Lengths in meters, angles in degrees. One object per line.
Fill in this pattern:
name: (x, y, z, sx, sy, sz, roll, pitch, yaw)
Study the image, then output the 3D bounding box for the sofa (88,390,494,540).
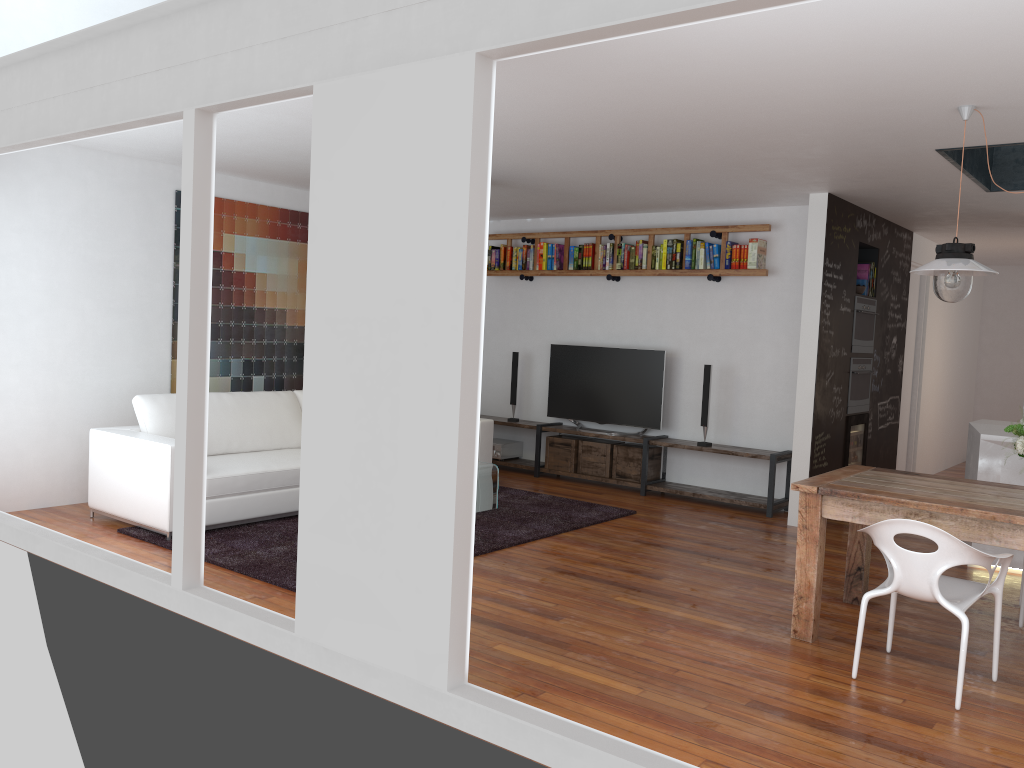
sofa: (-1.489, 0.476, 6.806, 0.987, 0.842, 3.086, 5, 4, 37)

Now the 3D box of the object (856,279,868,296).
object: (2.945, -0.818, 7.545, 0.136, 0.136, 0.110, 5, 4, 30)

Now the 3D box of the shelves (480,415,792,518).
shelves: (0.818, 0.675, 8.221, 3.473, 0.506, 0.414, 5, 4, 37)

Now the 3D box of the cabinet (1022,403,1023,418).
cabinet: (5.354, -0.021, 6.747, 2.404, 2.506, 0.946, 5, 4, 37)

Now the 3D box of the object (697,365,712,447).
object: (1.646, 0.181, 7.486, 0.089, 0.687, 0.089, 0, 5, -42)

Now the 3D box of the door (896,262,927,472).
door: (3.958, -0.084, 8.942, 0.120, 2.236, 0.823, 5, 4, 37)

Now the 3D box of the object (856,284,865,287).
object: (2.896, -0.812, 7.404, 0.116, 0.042, 0.077, 0, 4, -39)

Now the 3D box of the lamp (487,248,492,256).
lamp: (-0.429, -1.262, 6.653, 0.572, 0.561, 0.572, 6, 5, 42)

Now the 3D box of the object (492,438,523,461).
object: (-0.138, 0.660, 8.941, 0.350, 0.170, 0.400, 5, 4, 36)

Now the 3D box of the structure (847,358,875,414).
structure: (2.954, 0.011, 7.470, 0.052, 0.462, 0.585, 5, 4, 37)

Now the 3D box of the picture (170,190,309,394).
picture: (-1.758, -0.432, 7.893, 0.007, 2.136, 2.770, 5, 4, 37)

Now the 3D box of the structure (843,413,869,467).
structure: (2.930, 0.642, 7.502, 0.081, 0.763, 0.582, 5, 4, 37)

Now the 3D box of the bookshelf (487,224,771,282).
bookshelf: (0.948, -1.183, 8.197, 2.983, 0.465, 0.161, 5, 4, 37)

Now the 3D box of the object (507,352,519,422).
object: (0.029, 0.028, 8.756, 0.089, 0.687, 0.089, 4, 4, 23)

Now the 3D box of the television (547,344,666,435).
television: (0.854, 0.052, 8.186, 1.230, 0.786, 0.298, 5, 4, 37)

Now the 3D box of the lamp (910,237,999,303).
lamp: (2.055, -0.531, 4.128, 0.372, 0.306, 0.372, 5, 4, 32)

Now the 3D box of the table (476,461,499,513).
table: (-0.496, 0.767, 6.716, 0.565, 0.337, 0.551, 5, 4, 37)

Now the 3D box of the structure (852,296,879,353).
structure: (2.979, -0.490, 7.440, 0.052, 0.462, 0.585, 5, 4, 37)

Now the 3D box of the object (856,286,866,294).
object: (2.886, -0.779, 7.411, 0.132, 0.069, 0.132, 2, 4, -19)

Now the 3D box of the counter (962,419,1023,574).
counter: (4.003, 0.798, 5.392, 2.289, 0.903, 0.956, 5, 4, 37)

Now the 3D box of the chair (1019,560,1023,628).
chair: (2.896, 0.887, 4.578, 0.577, 0.710, 0.505, 5, 4, 28)

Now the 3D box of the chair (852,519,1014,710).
chair: (1.722, 0.884, 3.679, 0.577, 0.710, 0.505, 6, 5, 42)

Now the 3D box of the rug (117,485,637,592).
rug: (-0.750, 0.961, 6.248, 1.895, 0.019, 3.193, 5, 4, 37)

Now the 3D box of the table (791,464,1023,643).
table: (2.321, 0.888, 3.946, 1.910, 0.735, 0.969, 5, 4, 38)

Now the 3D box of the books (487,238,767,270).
books: (2.203, -1.937, 7.515, 5.671, 1.974, 0.733, 4, 4, 27)

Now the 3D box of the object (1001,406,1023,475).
object: (2.383, 0.285, 3.915, 0.432, 0.476, 0.371, 2, 3, -11)

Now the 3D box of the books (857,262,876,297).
books: (3.006, -0.905, 7.678, 0.230, 0.303, 0.152, 5, 4, 37)
